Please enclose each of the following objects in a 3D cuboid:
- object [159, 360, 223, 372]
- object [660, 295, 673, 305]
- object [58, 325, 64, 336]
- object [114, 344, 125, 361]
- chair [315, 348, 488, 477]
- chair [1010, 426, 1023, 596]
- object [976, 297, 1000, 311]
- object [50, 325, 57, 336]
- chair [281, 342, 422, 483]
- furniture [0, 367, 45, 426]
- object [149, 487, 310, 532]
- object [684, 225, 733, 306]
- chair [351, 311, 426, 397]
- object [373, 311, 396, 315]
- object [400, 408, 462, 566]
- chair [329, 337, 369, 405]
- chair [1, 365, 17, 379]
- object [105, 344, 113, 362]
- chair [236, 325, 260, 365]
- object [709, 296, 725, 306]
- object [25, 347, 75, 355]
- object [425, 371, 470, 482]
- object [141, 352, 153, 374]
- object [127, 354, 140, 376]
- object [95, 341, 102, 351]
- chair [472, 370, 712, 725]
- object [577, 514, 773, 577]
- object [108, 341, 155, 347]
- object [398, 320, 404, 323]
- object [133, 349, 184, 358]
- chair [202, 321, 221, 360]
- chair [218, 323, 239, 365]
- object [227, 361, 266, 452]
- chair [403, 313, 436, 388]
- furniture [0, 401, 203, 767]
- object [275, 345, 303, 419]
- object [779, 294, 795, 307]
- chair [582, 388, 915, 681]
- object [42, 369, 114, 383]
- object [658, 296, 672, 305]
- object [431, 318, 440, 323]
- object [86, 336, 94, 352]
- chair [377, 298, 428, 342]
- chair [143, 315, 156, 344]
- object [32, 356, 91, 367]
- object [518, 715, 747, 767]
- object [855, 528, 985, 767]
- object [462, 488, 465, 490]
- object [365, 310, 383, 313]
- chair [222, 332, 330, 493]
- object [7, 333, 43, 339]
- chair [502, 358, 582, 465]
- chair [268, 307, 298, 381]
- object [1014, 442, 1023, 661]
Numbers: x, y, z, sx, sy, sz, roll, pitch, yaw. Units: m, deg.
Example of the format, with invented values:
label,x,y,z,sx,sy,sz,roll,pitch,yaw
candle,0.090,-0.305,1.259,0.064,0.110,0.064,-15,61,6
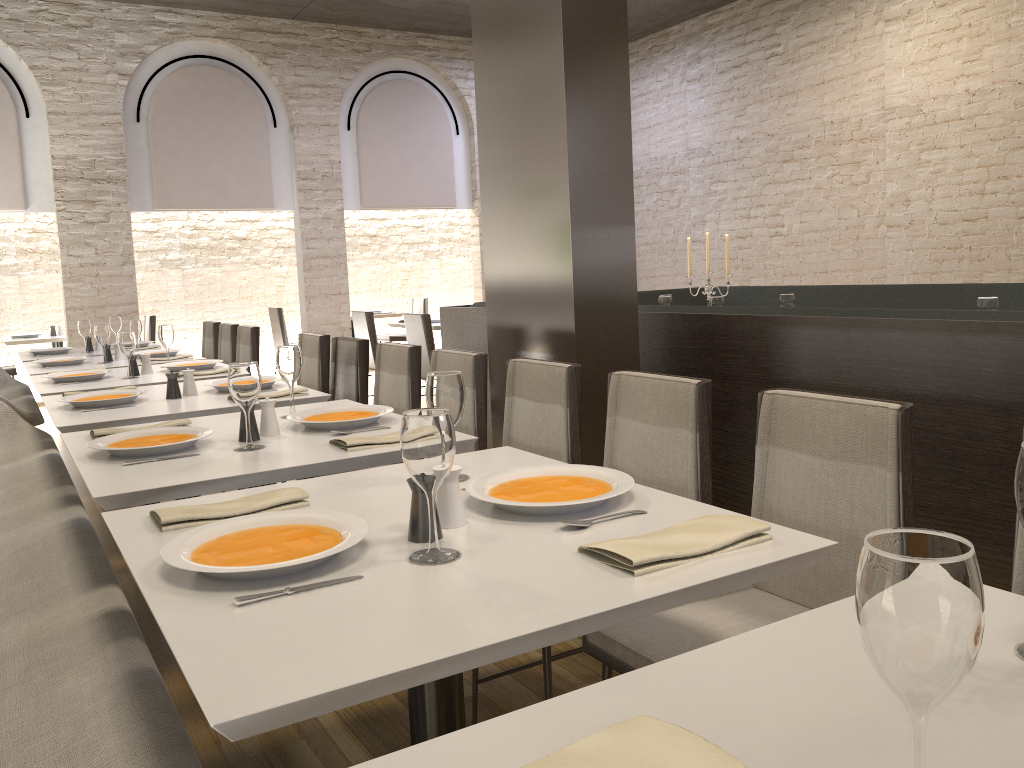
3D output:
label,x,y,z,sx,sy,sz,roll,pitch,yaw
object,-1.683,-0.093,4.655,0.321,0.036,0.323,-2,7,7
object,0.998,-0.460,5.731,0.086,0.230,0.087,0,6,30
object,-4.526,-0.542,8.884,0.059,0.109,0.059,-6,6,-28
object,-2.428,-0.202,5.470,0.059,0.109,0.060,-2,6,5
chair,-0.385,0.351,3.249,0.567,0.902,0.413,-6,6,-30
chair,0.790,0.551,1.263,0.567,0.902,0.413,-6,6,-30
object,1.997,-0.248,3.717,0.086,0.230,0.087,-5,6,-18
object,-4.563,-0.531,8.809,0.059,0.109,0.059,-6,6,-28
chair,-0.675,0.302,3.738,0.567,0.902,0.413,-6,6,-30
furniture,-3.469,0.084,5.716,0.708,1.093,2.590,-6,8,-30
object,-0.549,0.238,1.723,0.273,0.033,0.143,-7,8,-30
object,1.180,-0.632,5.324,0.132,0.654,0.391,-5,6,-19
chair,-1.073,-0.208,7.834,0.567,0.902,0.413,-6,6,-30
object,-1.494,-0.820,10.270,0.273,0.033,0.143,-7,8,-30
object,-0.126,0.156,1.374,0.086,0.230,0.087,-1,6,18
chair,-0.975,0.251,4.244,0.567,0.902,0.413,-6,6,-30
chair,-5.120,-0.110,8.577,0.567,0.902,0.413,-6,6,-30
object,-2.465,-0.191,5.396,0.059,0.109,0.060,-2,6,5
chair,-1.975,0.080,5.935,0.567,0.902,0.413,-6,6,-30
object,1.181,-0.387,5.095,0.086,0.230,0.087,-2,5,6
object,-3.288,-0.230,6.315,0.321,0.036,0.323,-2,7,7
object,-0.138,0.090,1.892,0.086,0.230,0.086,-5,6,-24
object,-1.866,-0.106,4.522,0.059,0.109,0.060,-2,6,5
object,-1.903,-0.095,4.447,0.059,0.109,0.060,-2,6,5
object,-3.008,-0.301,6.450,0.059,0.109,0.060,-2,6,5
chair,0.202,0.451,2.256,0.567,0.902,0.413,-6,6,-30
object,0.255,0.244,1.380,0.273,0.033,0.143,-7,8,-30
object,-2.825,-0.287,6.584,0.321,0.036,0.323,-2,7,7
object,-0.909,-0.591,8.275,0.273,0.033,0.143,-7,8,-30
object,-2.245,-0.188,5.603,0.321,0.036,0.323,-2,7,7
chair,-2.554,-0.018,6.913,0.567,0.902,0.413,-6,6,-30
chair,-2.260,0.032,6.417,0.567,0.902,0.413,-6,6,-30
object,-0.704,0.058,2.350,0.086,0.230,0.086,-2,5,12
chair,-0.496,-0.110,6.858,0.567,0.902,0.413,-6,6,-30
furniture,-1.599,0.402,2.555,0.710,1.093,4.485,-6,8,-30
object,-0.716,-0.008,2.868,0.086,0.230,0.086,-2,5,12
object,1.548,-0.389,4.977,0.086,0.230,0.087,-2,5,6
chair,0.488,0.499,1.773,0.567,0.902,0.413,-6,6,-30
object,-2.146,-0.036,4.386,0.321,0.036,0.323,-2,7,7
object,0.950,-0.426,5.486,0.086,0.230,0.087,-2,5,6
object,-0.752,-0.566,7.972,0.321,0.036,0.323,-1,8,16
object,-3.045,-0.289,6.376,0.059,0.109,0.060,-2,6,5
chair,-1.314,-0.581,10.808,0.567,0.902,0.413,-6,6,-30
chair,-3.992,-0.249,9.238,0.567,0.902,0.413,-6,6,-30
object,-2.708,-0.131,5.334,0.321,0.036,0.323,-2,7,7
object,0.043,0.339,0.723,0.273,0.033,0.143,-7,8,-30
object,0.300,0.229,0.653,0.086,0.230,0.086,-2,5,12
object,-0.021,0.201,1.840,0.185,0.010,0.017,-7,8,-30
object,-1.677,-0.858,10.580,0.321,0.036,0.323,-2,7,5
chair,-1.258,0.202,4.724,0.567,0.902,0.413,-6,6,-30
object,-4.806,-0.472,8.748,0.321,0.036,0.323,-2,7,5
chair,-0.084,0.402,2.740,0.567,0.902,0.413,-6,6,-30
chair,-2.442,-0.441,10.147,0.567,0.902,0.413,-6,6,-30
object,0.581,0.179,0.938,0.086,0.230,0.086,-2,5,12
